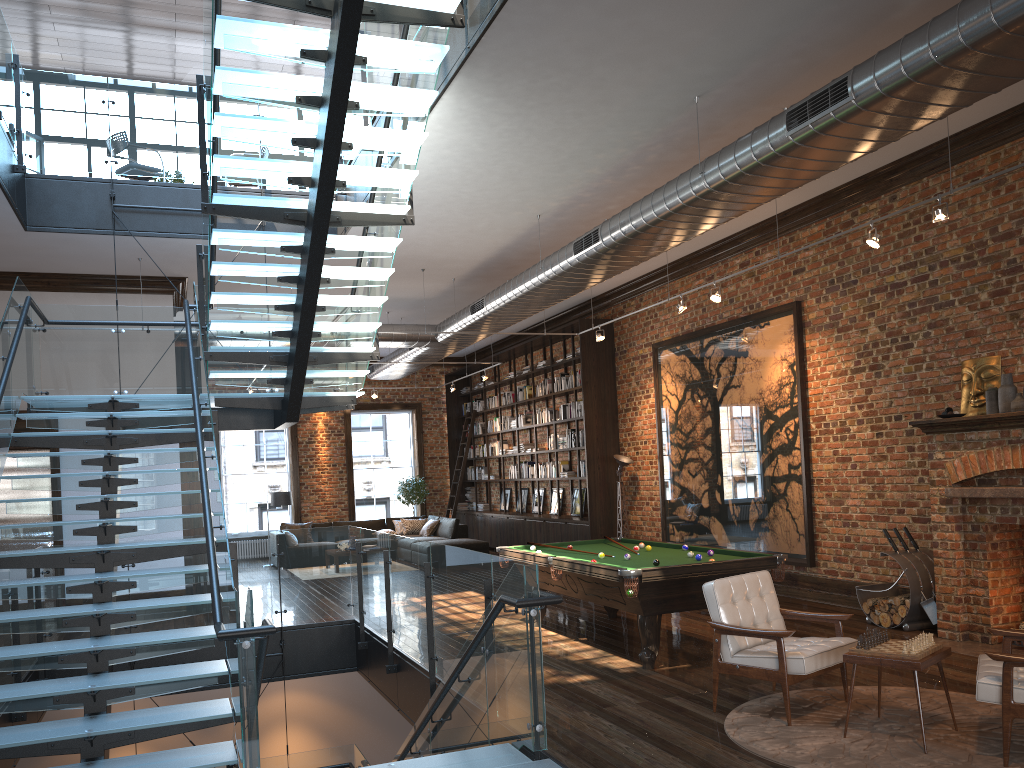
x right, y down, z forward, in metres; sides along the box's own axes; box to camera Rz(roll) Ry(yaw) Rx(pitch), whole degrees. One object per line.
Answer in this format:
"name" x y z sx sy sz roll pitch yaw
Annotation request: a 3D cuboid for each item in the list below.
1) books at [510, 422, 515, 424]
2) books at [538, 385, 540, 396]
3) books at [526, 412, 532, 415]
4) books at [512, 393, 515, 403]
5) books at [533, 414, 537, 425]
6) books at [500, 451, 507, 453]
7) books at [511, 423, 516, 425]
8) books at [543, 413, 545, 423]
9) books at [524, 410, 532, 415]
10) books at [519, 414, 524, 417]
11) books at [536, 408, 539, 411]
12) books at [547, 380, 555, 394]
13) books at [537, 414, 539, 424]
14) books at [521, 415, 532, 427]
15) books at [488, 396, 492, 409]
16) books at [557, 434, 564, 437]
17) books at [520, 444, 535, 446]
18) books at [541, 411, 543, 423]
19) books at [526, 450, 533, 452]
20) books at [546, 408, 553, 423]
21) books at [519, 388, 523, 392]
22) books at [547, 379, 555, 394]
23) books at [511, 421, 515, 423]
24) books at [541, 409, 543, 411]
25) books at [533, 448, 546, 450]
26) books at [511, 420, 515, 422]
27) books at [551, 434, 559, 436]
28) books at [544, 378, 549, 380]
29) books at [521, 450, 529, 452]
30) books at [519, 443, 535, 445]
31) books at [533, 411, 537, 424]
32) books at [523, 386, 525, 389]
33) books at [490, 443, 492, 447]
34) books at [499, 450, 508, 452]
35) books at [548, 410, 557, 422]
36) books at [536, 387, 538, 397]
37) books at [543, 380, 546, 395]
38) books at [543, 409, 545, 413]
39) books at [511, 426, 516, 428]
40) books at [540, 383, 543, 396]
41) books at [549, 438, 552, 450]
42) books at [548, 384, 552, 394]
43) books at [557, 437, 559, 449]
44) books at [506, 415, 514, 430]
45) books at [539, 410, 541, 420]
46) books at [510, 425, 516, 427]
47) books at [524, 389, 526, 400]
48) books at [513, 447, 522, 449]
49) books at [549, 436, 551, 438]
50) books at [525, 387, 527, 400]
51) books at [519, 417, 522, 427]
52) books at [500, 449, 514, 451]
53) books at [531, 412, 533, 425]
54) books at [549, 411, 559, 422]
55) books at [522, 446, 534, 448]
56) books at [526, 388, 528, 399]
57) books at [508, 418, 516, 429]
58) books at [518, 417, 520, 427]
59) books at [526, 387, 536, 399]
"books" 0.098 0.797 18.045 0.161 0.025 0.299 0 -6 -24
"books" 0.572 0.141 16.715 0.173 0.229 0.014 -2 -1 -21
"books" 0.346 0.696 17.441 0.133 0.299 0.012 -2 -1 -21
"books" 0.075 0.303 18.089 0.137 0.228 0.066 -2 -1 -21
"books" 0.518 0.678 16.891 0.223 0.208 0.065 -1 -2 -21
"books" -0.109 1.420 18.527 0.198 0.017 0.356 -1 -6 -16
"books" 0.097 0.822 18.044 0.159 0.024 0.336 -1 -6 -17
"books" 0.663 0.634 16.522 0.180 0.209 0.024 -2 -1 -21
"books" 0.324 0.680 17.447 0.155 0.334 0.014 -2 -1 -21
"books" 0.243 0.737 17.654 0.184 0.269 0.027 -2 -1 -21
"books" 0.507 0.630 16.985 0.142 0.323 0.116 -2 -2 -21
"books" 0.734 0.066 16.284 0.180 0.278 0.009 -2 -1 -21
"books" 0.569 0.665 16.772 0.181 0.207 0.030 -2 -1 -21
"books" 0.326 0.724 17.381 0.272 0.240 0.083 -1 -2 -21
"books" -0.424 0.414 19.303 0.163 0.297 0.029 -2 -1 -21
"books" 0.886 1.054 16.098 0.128 0.270 0.034 -2 -1 -21
"books" 0.305 1.200 17.478 0.243 0.015 0.165 -1 -6 -18
"books" 0.619 0.634 16.662 0.160 0.241 0.031 -2 -1 -21
"books" 0.406 1.310 17.244 0.204 0.035 0.268 -1 -6 -20
"books" 0.720 0.579 16.375 0.183 0.285 0.034 -2 -1 -21
"books" 0.236 0.222 17.571 0.179 0.270 0.011 -2 -1 -21
"books" 0.735 0.058 16.298 0.188 0.296 0.015 -2 -1 -21
"books" 0.101 0.773 18.047 0.159 0.024 0.334 -1 -6 -19
"books" 0.619 0.612 16.707 0.138 0.295 0.024 -2 -1 -21
"books" 0.524 1.238 16.901 0.159 0.009 0.286 -1 -6 -21
"books" 0.104 0.748 18.049 0.159 0.024 0.332 -1 -6 -21
"books" 0.799 1.066 16.305 0.153 0.295 0.016 -2 -1 -21
"books" 0.683 0.058 16.437 0.183 0.329 0.008 -2 -1 -21
"books" 0.314 1.325 17.470 0.243 0.025 0.161 -1 -6 -22
"books" 0.304 1.182 17.479 0.285 0.012 0.160 0 -6 -25
"books" 0.492 0.654 16.966 0.179 0.274 0.099 -2 -2 -21
"books" 0.294 0.192 17.487 0.138 0.308 0.014 -2 -1 -21
"books" -0.377 1.424 19.293 0.182 0.290 0.014 -2 -1 -21
"books" -0.106 1.402 18.528 0.199 0.018 0.317 0 -6 -25
"books" 0.752 0.599 16.302 0.171 0.237 0.058 -2 -1 -21
"books" 0.542 0.162 16.789 0.183 0.206 0.053 -2 -1 -21
"books" 0.673 0.072 16.419 0.183 0.299 0.018 -2 -1 -21
"books" 0.661 0.605 16.602 0.154 0.284 0.015 -2 -1 -21
"books" 0.099 0.876 18.045 0.161 0.012 0.300 -1 -6 -17
"books" 0.621 0.109 16.561 0.184 0.258 0.032 -2 -1 -21
"books" 0.780 1.106 16.313 0.187 0.219 0.016 -2 -1 -21
"books" 0.759 0.096 16.235 0.188 0.208 0.052 -2 -1 -21
"books" 0.868 1.075 16.054 0.184 0.221 0.033 -2 -1 -21
"books" -0.039 0.807 18.377 0.175 0.302 0.067 -2 -1 -21
"books" 0.595 0.629 16.729 0.165 0.268 0.011 -2 -1 -21
"books" 0.102 0.851 18.047 0.159 0.012 0.335 0 -6 -24
"books" 0.331 0.207 17.311 0.191 0.239 0.008 -2 -1 -21
"books" 0.165 1.284 17.806 0.207 0.008 0.329 -1 -6 -15
"books" 0.772 1.088 16.351 0.174 0.264 0.026 -2 -1 -21
"books" 0.347 0.196 17.309 0.165 0.259 0.007 -2 -1 -21
"books" 0.245 0.758 17.626 0.190 0.222 0.027 -2 -1 -21
"books" -0.102 1.385 18.531 0.198 0.017 0.356 -1 -6 -19
"books" 0.469 0.666 17.009 0.190 0.259 0.094 -2 -2 -21
"books" 0.771 0.604 16.278 0.182 0.218 0.051 -2 -1 -21
"books" 0.315 1.242 17.457 0.199 0.015 0.134 -1 -6 -21
"books" 0.364 0.202 17.243 0.171 0.233 0.017 -2 -1 -21
"books" 0.013 0.815 18.214 0.191 0.248 0.024 -2 -1 -21
"books" 0.222 0.770 17.713 0.183 0.218 0.033 -2 -1 -21
"books" 0.384 0.186 17.200 0.190 0.254 0.062 -2 -1 -21
